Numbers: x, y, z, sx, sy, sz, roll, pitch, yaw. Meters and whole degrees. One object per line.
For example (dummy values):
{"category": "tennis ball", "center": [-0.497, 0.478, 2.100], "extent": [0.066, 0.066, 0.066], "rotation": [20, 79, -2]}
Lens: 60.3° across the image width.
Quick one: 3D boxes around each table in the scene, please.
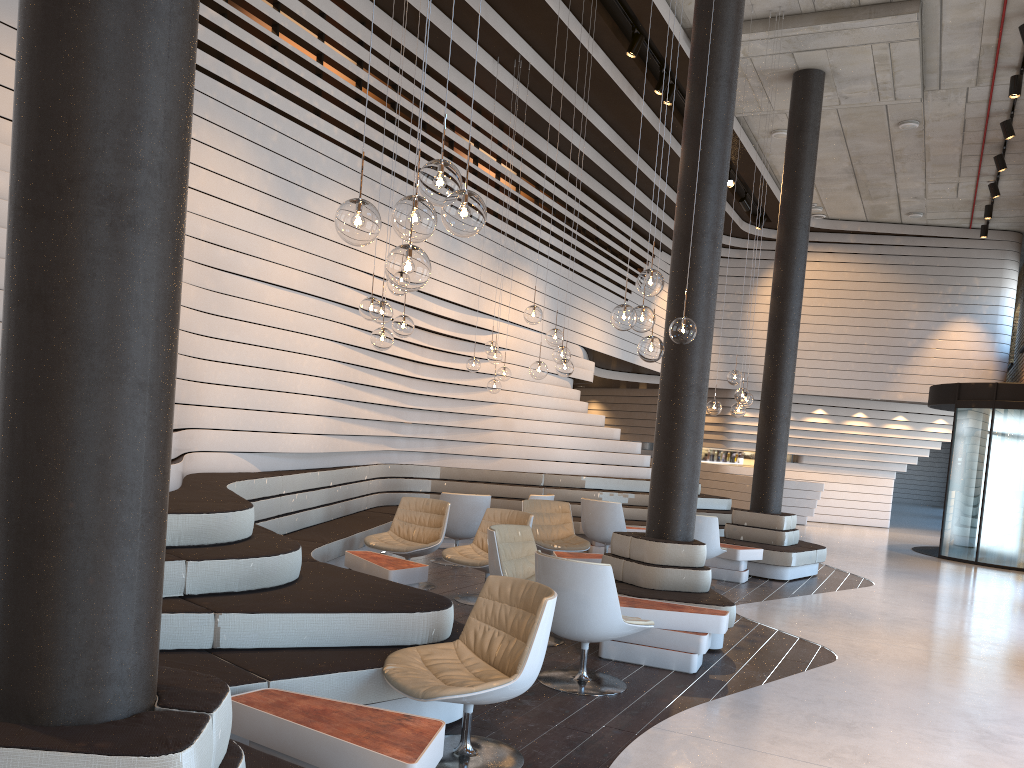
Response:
{"category": "table", "center": [-0.598, 1.389, 3.211], "extent": [0.906, 0.372, 0.412], "rotation": [3, -1, 33]}
{"category": "table", "center": [0.950, 1.660, 5.857], "extent": [0.906, 0.372, 0.412], "rotation": [4, -1, 18]}
{"category": "table", "center": [-0.735, 1.776, 10.604], "extent": [0.904, 0.372, 0.413], "rotation": [6, -1, -27]}
{"category": "table", "center": [2.306, 1.991, 9.901], "extent": [0.906, 0.372, 0.412], "rotation": [4, -1, 28]}
{"category": "table", "center": [1.303, 1.964, 10.955], "extent": [0.905, 0.372, 0.413], "rotation": [5, 0, -1]}
{"category": "table", "center": [-0.965, 1.556, 6.882], "extent": [0.413, 0.371, 0.906], "rotation": [5, -2, -32]}
{"category": "table", "center": [0.705, 1.763, 8.139], "extent": [0.904, 0.372, 0.413], "rotation": [6, -1, -27]}

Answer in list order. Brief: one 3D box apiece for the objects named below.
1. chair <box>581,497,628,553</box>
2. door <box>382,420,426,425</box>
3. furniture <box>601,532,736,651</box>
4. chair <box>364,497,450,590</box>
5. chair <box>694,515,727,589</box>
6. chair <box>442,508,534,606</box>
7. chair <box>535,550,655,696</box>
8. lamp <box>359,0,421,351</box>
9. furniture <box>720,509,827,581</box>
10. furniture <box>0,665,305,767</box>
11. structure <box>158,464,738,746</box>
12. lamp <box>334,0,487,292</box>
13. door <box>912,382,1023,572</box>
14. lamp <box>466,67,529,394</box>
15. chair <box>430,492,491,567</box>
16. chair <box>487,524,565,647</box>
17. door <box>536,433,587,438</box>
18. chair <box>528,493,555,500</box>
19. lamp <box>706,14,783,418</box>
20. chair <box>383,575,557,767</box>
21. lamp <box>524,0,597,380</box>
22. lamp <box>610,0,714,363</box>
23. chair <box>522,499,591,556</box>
{"category": "chair", "center": [1.104, 1.704, 10.110], "extent": [0.656, 0.770, 0.709], "rotation": [5, 1, 42]}
{"category": "door", "center": [-1.664, 1.008, 13.859], "extent": [0.971, 2.115, 0.162], "rotation": [6, 3, 26]}
{"category": "furniture", "center": [0.935, 1.547, 7.019], "extent": [1.274, 0.724, 1.771], "rotation": [5, -2, -4]}
{"category": "chair", "center": [-0.924, 1.414, 7.869], "extent": [0.657, 0.770, 0.708], "rotation": [5, 0, 33]}
{"category": "chair", "center": [1.888, 1.722, 9.234], "extent": [0.657, 0.770, 0.708], "rotation": [5, 0, 27]}
{"category": "chair", "center": [-0.198, 1.451, 7.423], "extent": [0.709, 0.770, 0.656], "rotation": [4, 1, -44]}
{"category": "chair", "center": [0.452, 1.386, 5.217], "extent": [0.656, 0.770, 0.709], "rotation": [5, 1, 44]}
{"category": "lamp", "center": [-0.697, -2.574, 6.253], "extent": [0.293, 4.697, 0.541], "rotation": [6, 3, 21]}
{"category": "furniture", "center": [3.161, 1.928, 10.651], "extent": [1.769, 0.725, 1.275], "rotation": [6, -2, -29]}
{"category": "furniture", "center": [-0.870, 1.125, 1.974], "extent": [1.275, 0.724, 1.769], "rotation": [4, -2, 21]}
{"category": "structure", "center": [-1.531, 1.232, 6.920], "extent": [5.776, 0.930, 18.178], "rotation": [4, -3, 22]}
{"category": "lamp", "center": [-0.202, -2.645, 3.121], "extent": [0.544, 4.650, 0.274], "rotation": [4, 3, -12]}
{"category": "door", "center": [8.425, 1.560, 14.382], "extent": [3.205, 2.864, 3.244], "rotation": [5, 0, 33]}
{"category": "lamp", "center": [-0.074, -2.251, 9.883], "extent": [0.531, 4.736, 0.331], "rotation": [4, 3, -12]}
{"category": "chair", "center": [-0.580, 1.527, 9.426], "extent": [0.656, 0.769, 0.710], "rotation": [5, 0, -20]}
{"category": "chair", "center": [0.152, 1.415, 6.229], "extent": [0.711, 0.770, 0.654], "rotation": [5, 1, 29]}
{"category": "door", "center": [1.423, 1.478, 23.399], "extent": [1.772, 2.714, 0.079], "rotation": [6, 3, 31]}
{"category": "chair", "center": [0.104, 1.625, 10.185], "extent": [0.711, 0.770, 0.654], "rotation": [5, 1, 25]}
{"category": "lamp", "center": [3.646, -1.565, 14.980], "extent": [9.039, 4.630, 41.837], "rotation": [4, -3, 26]}
{"category": "chair", "center": [-0.188, 1.260, 3.868], "extent": [0.709, 0.770, 0.656], "rotation": [5, 1, -27]}
{"category": "lamp", "center": [0.498, -2.401, 7.764], "extent": [0.309, 4.763, 0.659], "rotation": [7, 4, 34]}
{"category": "lamp", "center": [1.052, -2.475, 5.379], "extent": [0.545, 4.697, 0.292], "rotation": [5, 3, 11]}
{"category": "chair", "center": [0.410, 1.580, 8.886], "extent": [0.655, 0.770, 0.710], "rotation": [5, 0, -24]}
